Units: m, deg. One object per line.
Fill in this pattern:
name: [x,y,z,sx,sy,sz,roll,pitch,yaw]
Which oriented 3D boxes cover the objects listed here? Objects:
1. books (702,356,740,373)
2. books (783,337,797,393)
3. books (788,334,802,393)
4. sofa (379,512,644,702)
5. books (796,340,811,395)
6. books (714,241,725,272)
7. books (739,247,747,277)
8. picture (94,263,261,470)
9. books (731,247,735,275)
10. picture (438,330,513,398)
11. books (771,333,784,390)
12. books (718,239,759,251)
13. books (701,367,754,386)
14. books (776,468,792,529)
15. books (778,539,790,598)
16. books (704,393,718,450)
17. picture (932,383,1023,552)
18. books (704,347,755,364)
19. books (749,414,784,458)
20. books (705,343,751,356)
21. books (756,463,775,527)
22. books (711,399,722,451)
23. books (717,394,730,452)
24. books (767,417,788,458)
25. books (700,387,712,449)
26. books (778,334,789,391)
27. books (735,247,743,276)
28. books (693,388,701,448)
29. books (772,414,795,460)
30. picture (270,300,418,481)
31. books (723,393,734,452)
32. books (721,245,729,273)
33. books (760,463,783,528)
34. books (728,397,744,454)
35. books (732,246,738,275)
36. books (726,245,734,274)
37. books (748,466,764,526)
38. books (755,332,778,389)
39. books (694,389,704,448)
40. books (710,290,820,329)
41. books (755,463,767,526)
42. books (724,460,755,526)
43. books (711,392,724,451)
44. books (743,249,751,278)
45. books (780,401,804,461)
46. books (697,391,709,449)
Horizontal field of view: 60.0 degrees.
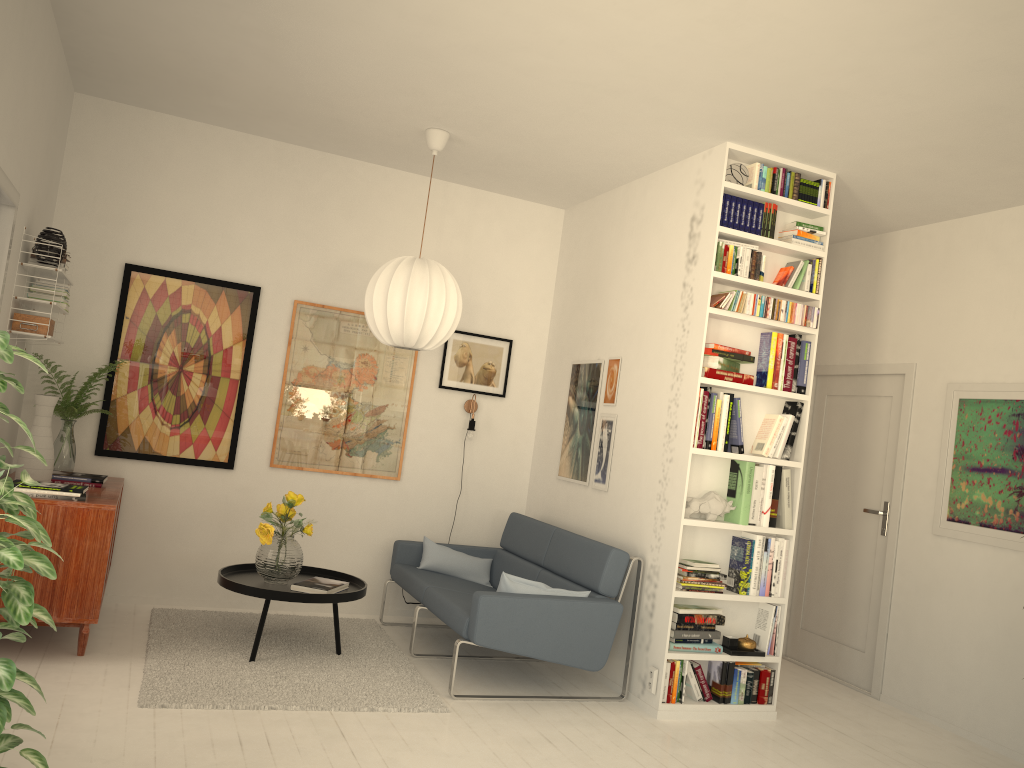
books: [1.073,-0.096,4.619,0.128,0.064,0.268,5,-4,38]
books: [1.436,-0.100,4.761,0.059,0.292,0.182,9,-4,-22]
books: [1.480,-0.106,4.779,0.039,0.317,0.161,9,-4,-22]
sofa: [-0.070,1.181,5.064,0.963,0.773,1.603,9,-3,-22]
books: [1.522,-0.085,4.794,0.054,0.289,0.179,9,-4,-22]
books: [1.023,-0.643,4.589,0.034,0.162,0.197,9,-3,-22]
books: [1.142,-0.624,4.653,0.028,0.160,0.222,9,-3,-22]
picture: [-1.983,-0.092,5.306,0.778,1.134,0.018,9,-4,-22]
books: [1.088,-0.629,4.629,0.013,0.149,0.208,9,-3,-22]
picture: [-0.243,-0.138,6.013,0.481,0.402,0.015,9,-4,-22]
books: [1.362,-0.116,4.744,0.039,0.302,0.199,9,-4,-22]
books: [1.129,-0.717,4.645,0.255,0.022,0.189,8,-3,-12]
books: [1.071,-0.037,4.608,0.300,0.056,0.202,9,-3,-22]
books: [1.404,0.604,4.753,0.099,0.316,0.229,9,-4,-22]
books: [1.385,0.967,4.748,0.039,0.303,0.229,9,-4,-22]
books: [0.974,0.189,4.569,0.030,0.289,0.200,9,-4,-22]
picture: [2.629,0.430,4.741,0.012,0.877,0.822,9,-3,-22]
books: [1.077,-0.146,4.634,0.314,0.035,0.205,9,-3,-22]
books: [1.342,0.273,4.695,0.115,0.232,0.133,9,-4,-22]
books: [1.077,-0.176,4.626,0.266,0.026,0.203,10,-4,-32]
books: [1.289,0.582,4.705,0.037,0.324,0.240,9,-4,-22]
books: [0.999,0.209,4.572,0.024,0.260,0.199,9,-4,-22]
books: [1.044,0.199,4.593,0.032,0.291,0.189,9,-4,-22]
books: [1.372,0.280,4.715,0.105,0.225,0.138,9,-4,-22]
books: [0.951,0.172,4.562,0.021,0.317,0.179,9,-4,-22]
books: [1.394,-0.111,4.751,0.029,0.301,0.185,9,-4,-22]
books: [1.129,-0.625,4.629,0.012,0.155,0.208,9,-3,-22]
books: [0.882,0.170,4.548,0.021,0.302,0.222,9,-4,-22]
books: [1.405,0.280,4.753,0.092,0.244,0.196,9,-4,-22]
picture: [-1.049,0.053,5.687,0.837,1.053,0.012,9,-4,-22]
books: [1.079,0.197,4.599,0.033,0.306,0.150,9,-4,-22]
books: [1.050,-0.634,4.603,0.030,0.149,0.202,9,-3,-22]
books: [1.335,0.587,4.718,0.056,0.328,0.202,9,-4,-22]
books: [1.132,0.214,4.633,0.093,0.288,0.200,9,-4,-22]
books: [1.106,-0.629,4.637,0.024,0.155,0.188,9,-3,-22]
books: [1.077,-0.632,4.609,0.023,0.152,0.199,9,-3,-22]
books: [1.220,0.581,4.672,0.065,0.311,0.199,9,-4,-22]
books: [1.328,-0.123,4.736,0.032,0.300,0.200,9,-4,-22]
books: [0.901,0.173,4.550,0.015,0.301,0.207,9,-4,-22]
books: [1.268,-0.394,4.702,0.664,0.110,0.278,9,-3,-22]
books: [1.254,0.579,4.706,0.023,0.321,0.235,9,-4,-22]
books: [1.166,0.562,4.646,0.056,0.328,0.228,9,-4,-22]
books: [1.016,0.191,4.597,0.020,0.304,0.193,9,-4,-22]
books: [1.174,-0.617,4.657,0.035,0.158,0.199,9,-3,-22]
books: [1.460,0.250,4.768,0.092,0.319,0.179,9,-4,-22]
books: [0.926,0.181,4.552,0.032,0.291,0.203,9,-4,-22]
